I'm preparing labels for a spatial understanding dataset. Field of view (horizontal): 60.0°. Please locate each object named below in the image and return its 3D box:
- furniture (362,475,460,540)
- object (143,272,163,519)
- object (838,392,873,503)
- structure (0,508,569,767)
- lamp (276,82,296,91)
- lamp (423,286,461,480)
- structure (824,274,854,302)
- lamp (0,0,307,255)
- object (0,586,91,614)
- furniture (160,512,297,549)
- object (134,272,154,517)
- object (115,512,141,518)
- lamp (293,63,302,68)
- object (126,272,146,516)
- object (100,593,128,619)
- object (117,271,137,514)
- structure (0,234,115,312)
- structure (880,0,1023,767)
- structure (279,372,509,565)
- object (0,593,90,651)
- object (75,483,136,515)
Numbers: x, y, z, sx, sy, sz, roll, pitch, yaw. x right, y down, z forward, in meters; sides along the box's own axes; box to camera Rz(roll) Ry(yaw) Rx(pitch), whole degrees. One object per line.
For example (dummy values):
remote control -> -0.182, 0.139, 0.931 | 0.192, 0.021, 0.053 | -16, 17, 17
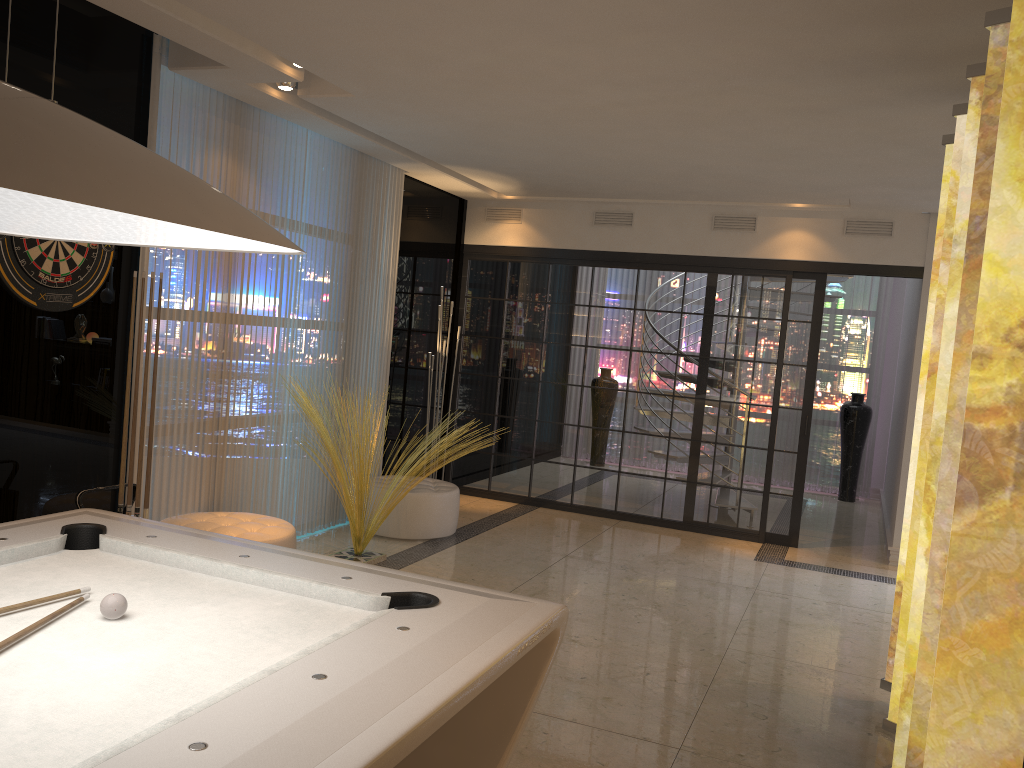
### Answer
furniture -> -0.747, 0.878, 6.402 | 0.735, 0.357, 0.735 | 5, 3, -7
object -> -1.566, 0.322, 3.830 | 0.026, 1.605, 0.027 | 3, 4, -30
object -> 3.666, 0.682, 9.551 | 0.327, 1.173, 0.327 | 5, 3, -7
structure -> -1.151, 0.893, 1.395 | 1.659, 0.812, 2.912 | 6, 3, 21
lamp -> -1.197, -1.625, 4.703 | 0.107, 0.127, 0.107 | 8, 4, 40
lamp -> -0.610, 0.120, 7.208 | 0.200, 1.801, 0.418 | 6, 3, 21
structure -> 1.511, -0.951, 8.721 | 3.425, 4.134, 1.964 | 6, 3, 21
lamp -> -1.020, -0.792, 1.303 | 0.939, 0.995, 1.578 | 6, 3, 21
object -> -1.368, 0.498, 1.400 | 0.028, 0.026, 1.605 | 7, 4, 26
furniture -> -1.520, 0.906, 4.693 | 0.735, 0.357, 0.735 | 6, 3, 23
object -> -1.610, 0.317, 3.847 | 0.026, 1.605, 0.027 | 3, 4, -30
object -> -1.729, 0.857, 3.906 | 0.325, 0.508, 0.261 | 6, 3, 21
lamp -> -1.005, -1.582, 4.247 | 0.107, 0.127, 0.107 | 8, 4, 40
object -> -1.655, 0.314, 3.865 | 0.026, 1.605, 0.027 | 3, 4, -30
object -> -0.886, 0.494, 1.973 | 0.057, 0.057, 0.057 | 5, 3, -9
object -> -1.699, 0.309, 3.882 | 0.026, 1.605, 0.027 | 3, 4, -30
structure -> -2.043, -0.658, 3.967 | 0.048, 0.669, 0.669 | 6, 3, 21
structure -> 1.547, 0.182, 2.786 | 0.448, 2.555, 2.180 | 6, 3, 21
structure -> -0.765, 0.540, 5.385 | 1.282, 1.142, 1.275 | 4, 3, -22
object -> -1.012, 0.537, 1.267 | 0.028, 0.026, 1.605 | 5, 3, 1
object -> -1.795, 0.601, 3.926 | 0.032, 0.297, 0.330 | 6, 3, 21
